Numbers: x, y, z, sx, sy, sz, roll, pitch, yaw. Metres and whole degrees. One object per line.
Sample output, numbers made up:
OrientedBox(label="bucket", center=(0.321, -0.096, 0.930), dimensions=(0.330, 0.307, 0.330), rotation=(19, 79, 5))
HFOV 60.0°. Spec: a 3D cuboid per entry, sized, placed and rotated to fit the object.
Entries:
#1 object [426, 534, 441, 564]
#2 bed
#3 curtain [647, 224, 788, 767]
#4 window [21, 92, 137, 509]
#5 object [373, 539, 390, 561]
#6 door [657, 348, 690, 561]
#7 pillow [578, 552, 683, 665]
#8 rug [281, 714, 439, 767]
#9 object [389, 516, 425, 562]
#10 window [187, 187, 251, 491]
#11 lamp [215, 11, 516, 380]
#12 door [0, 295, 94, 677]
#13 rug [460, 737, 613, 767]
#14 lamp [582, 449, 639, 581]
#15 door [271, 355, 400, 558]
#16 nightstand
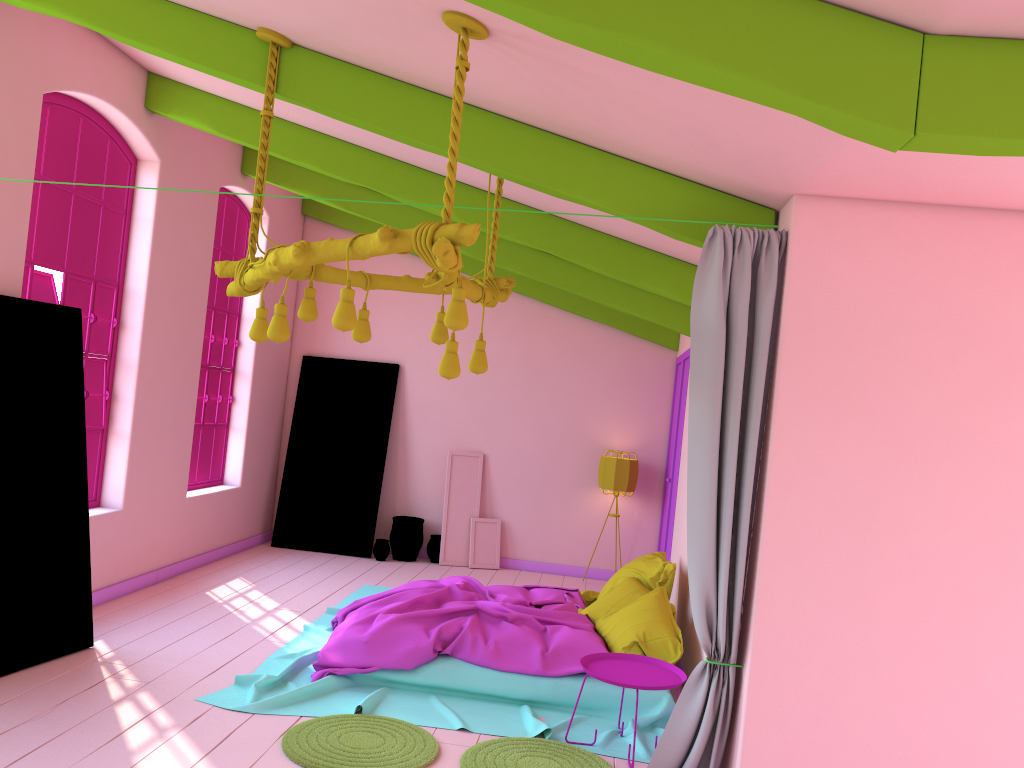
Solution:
OrientedBox(label="object", center=(-0.845, 1.874, 10.066), dimensions=(0.260, 0.306, 0.261), rotation=(5, -1, 39))
OrientedBox(label="bed", center=(-0.224, 1.747, 6.603), dimensions=(2.802, 0.514, 3.577), rotation=(6, -1, 6))
OrientedBox(label="curtain", center=(0.991, 0.662, 4.267), dimensions=(0.518, 2.785, 0.525), rotation=(6, -1, -13))
OrientedBox(label="window", center=(-3.253, -0.534, 6.400), dimensions=(0.214, 3.009, 1.514), rotation=(6, -1, 6))
OrientedBox(label="object", center=(-1.447, 1.843, 9.833), dimensions=(0.199, 0.234, 0.199), rotation=(6, -1, -27))
OrientedBox(label="door", center=(1.651, 0.970, 9.154), dimensions=(0.108, 2.590, 1.677), rotation=(6, -1, 6))
OrientedBox(label="pillow", center=(0.897, 1.701, 6.748), dimensions=(0.848, 0.822, 2.617), rotation=(6, -1, -4))
OrientedBox(label="rug", center=(-0.787, 1.879, 4.636), dimensions=(0.793, 0.021, 0.792), rotation=(6, -2, -11))
OrientedBox(label="object", center=(-1.193, 1.750, 10.030), dimensions=(0.386, 0.471, 0.385), rotation=(7, -1, -41))
OrientedBox(label="window", center=(-2.988, -0.454, 8.846), dimensions=(0.072, 3.046, 1.275), rotation=(6, -1, 6))
OrientedBox(label="lamp", center=(-0.549, -1.181, 4.064), dimensions=(1.611, 2.264, 1.775), rotation=(6, -1, -12))
OrientedBox(label="door", center=(-2.987, 0.580, 5.311), dimensions=(0.450, 2.210, 1.154), rotation=(6, -1, 16))
OrientedBox(label="rug", center=(0.139, 1.971, 4.538), dimensions=(0.792, 0.021, 0.793), rotation=(5, -2, 33))
OrientedBox(label="lamp", center=(1.143, 1.466, 9.737), dimensions=(0.491, 1.466, 0.477), rotation=(5, -1, 36))
OrientedBox(label="door", center=(-2.011, 0.804, 10.152), dimensions=(1.153, 2.210, 0.450), rotation=(6, -1, 6))
OrientedBox(label="nightstand", center=(0.654, 1.815, 4.959), dimensions=(0.595, 0.458, 0.596), rotation=(5, -2, 44))
